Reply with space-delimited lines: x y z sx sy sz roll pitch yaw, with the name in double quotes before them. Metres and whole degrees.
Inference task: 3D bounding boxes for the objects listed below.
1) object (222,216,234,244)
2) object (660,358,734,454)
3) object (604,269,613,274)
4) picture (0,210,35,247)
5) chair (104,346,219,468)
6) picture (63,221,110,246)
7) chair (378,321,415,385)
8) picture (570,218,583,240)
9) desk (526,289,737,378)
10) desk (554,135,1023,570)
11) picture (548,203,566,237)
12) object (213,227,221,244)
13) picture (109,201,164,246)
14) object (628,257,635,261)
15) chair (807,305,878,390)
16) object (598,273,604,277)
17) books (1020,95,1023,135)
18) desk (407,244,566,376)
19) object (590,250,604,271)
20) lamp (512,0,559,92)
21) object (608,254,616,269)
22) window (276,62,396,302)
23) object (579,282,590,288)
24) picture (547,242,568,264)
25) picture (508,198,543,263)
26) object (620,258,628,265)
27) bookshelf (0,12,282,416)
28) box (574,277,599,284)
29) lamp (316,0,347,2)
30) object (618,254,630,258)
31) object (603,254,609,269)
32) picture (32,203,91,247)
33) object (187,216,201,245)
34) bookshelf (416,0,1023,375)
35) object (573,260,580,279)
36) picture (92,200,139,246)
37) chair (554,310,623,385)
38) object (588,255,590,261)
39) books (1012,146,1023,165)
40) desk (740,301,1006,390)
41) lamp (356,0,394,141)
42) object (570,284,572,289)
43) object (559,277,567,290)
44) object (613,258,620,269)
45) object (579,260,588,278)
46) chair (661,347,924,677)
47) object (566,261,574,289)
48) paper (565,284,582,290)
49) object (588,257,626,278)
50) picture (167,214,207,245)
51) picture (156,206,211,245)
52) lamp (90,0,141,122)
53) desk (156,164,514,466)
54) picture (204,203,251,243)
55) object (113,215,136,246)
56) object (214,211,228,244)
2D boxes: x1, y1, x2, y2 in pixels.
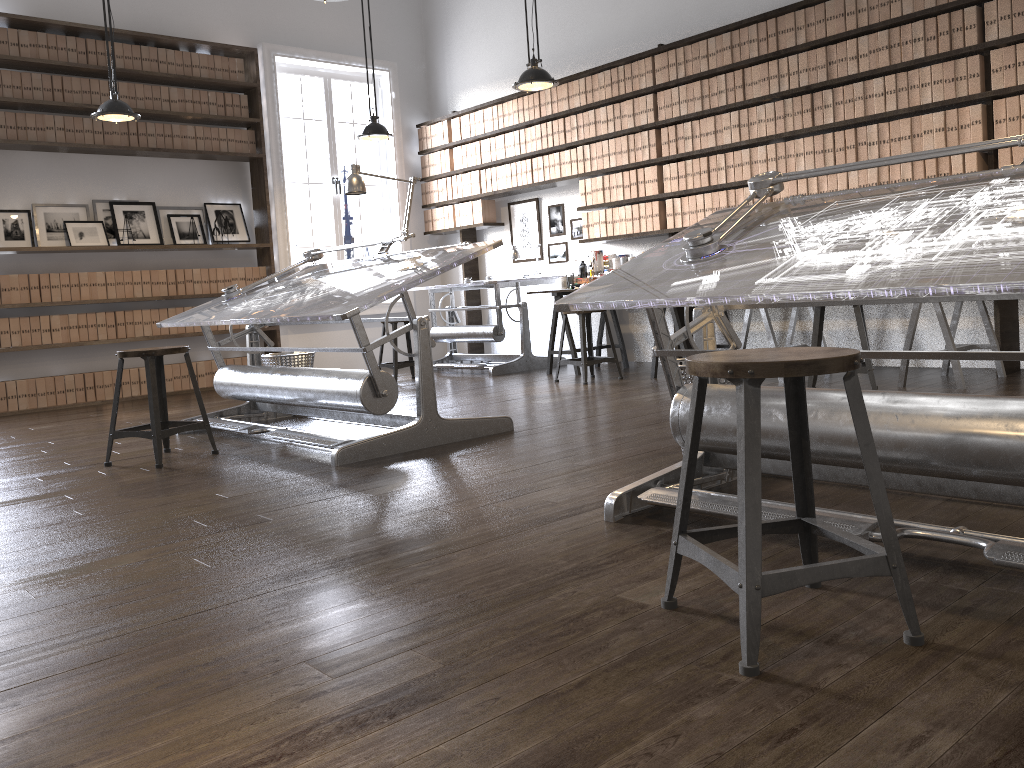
"object" -2.520 -1.356 7.844 0.111 0.261 0.040 -7 4 -41
"object" 0.726 0.102 3.200 0.353 0.377 0.354 -5 5 -19
"object" 0.785 -0.839 7.005 0.105 0.141 0.104 0 5 41
"picture" -3.863 -1.194 6.866 0.267 0.314 0.058 -7 5 -41
"chair" -1.637 0.098 4.101 0.358 0.526 0.373 -2 4 27
"picture" -3.422 -1.205 7.129 0.301 0.228 0.144 -8 6 -41
"chair" -0.895 -0.273 7.230 0.359 0.526 0.372 -6 5 -33
"picture" 0.610 -1.369 7.788 0.023 0.183 0.251 -6 5 -41
"desk" 0.933 -0.413 6.702 0.658 0.667 1.669 -8 7 -41
"desk" 1.192 -0.329 2.174 1.080 1.382 2.069 -7 6 -41
"picture" 0.407 -1.480 8.008 0.022 0.284 0.201 -6 5 -42
"object" -2.572 -1.291 7.713 0.066 0.165 0.040 -7 4 -41
"picture" -3.141 -1.336 7.413 0.374 0.390 0.149 -8 5 -41
"object" 0.970 -0.979 7.165 0.062 0.094 0.062 -1 5 34
"chair" 1.786 -0.202 4.816 0.371 0.526 0.360 -2 4 22
"object" 0.713 -0.823 7.030 0.049 0.111 0.049 -7 5 -45
"books" 2.887 -1.487 4.910 0.175 0.225 0.067 -7 5 -41
"desk" -0.183 -0.681 7.898 1.074 1.095 1.269 -8 6 -41
"object" 0.711 -1.026 7.397 0.108 0.176 0.106 -7 5 -39
"lamp" 0.082 -3.090 5.808 0.310 2.246 0.314 -2 3 28
"object" 0.836 -1.014 7.369 0.070 0.130 0.070 -4 4 -3
"window" -1.720 -1.895 8.595 1.248 2.303 0.153 -7 4 -41
"object" 0.591 -0.774 6.947 0.132 0.050 0.197 -5 6 -12
"picture" 0.419 -1.188 8.029 0.023 0.183 0.251 -6 5 -41
"picture" 0.127 -1.436 8.317 0.040 0.573 0.415 -6 5 -41
"object" 0.912 -0.978 7.198 0.062 0.093 0.063 -1 5 34
"bookshelf" -3.218 -1.019 7.368 2.481 3.713 0.412 -7 4 -41
"box" 0.624 -0.822 7.172 0.138 0.083 0.212 -8 7 -41
"lamp" -0.855 -2.818 3.768 0.313 2.246 0.311 -5 3 -21
"object" 0.929 -1.005 7.323 0.094 0.128 0.095 -5 4 -11
"object" 0.787 -1.016 7.420 0.051 0.139 0.050 -7 4 -43
"picture" -3.587 -1.260 7.085 0.417 0.364 0.083 -8 5 -41
"object" -2.737 -1.316 7.605 0.124 0.259 0.040 -7 4 -41
"bookshelf" 2.290 -0.963 5.792 0.374 3.197 9.180 -6 6 -41
"object" 0.528 -0.902 7.283 0.068 0.237 0.069 -7 4 -44
"picture" -3.269 -1.331 7.370 0.370 0.405 0.091 -8 5 -41
"chair" 0.535 -0.276 6.344 0.359 0.526 0.372 -6 5 -33
"object" 0.643 -0.958 7.157 0.008 0.186 0.071 -6 4 -40
"books" 2.873 -1.215 4.960 0.175 0.225 0.067 -7 5 -41
"desk" 2.098 -0.354 5.377 0.658 0.667 1.669 -8 7 -41
"lamp" -1.207 -3.154 7.268 0.310 2.246 0.314 -2 3 28
"object" 0.494 -0.789 7.184 0.049 0.037 0.049 -8 7 -44
"object" 0.423 -0.829 7.283 0.068 0.104 0.068 -7 5 -37
"object" 0.856 -0.979 7.240 0.062 0.094 0.062 -1 5 34
"object" 0.591 -0.908 7.339 0.068 0.229 0.069 -7 4 -44
"chair" 0.503 0.206 1.678 0.358 0.526 0.372 -5 4 -13
"object" 0.474 -0.890 7.236 0.068 0.229 0.069 -7 4 -44
"paper" 0.521 -0.778 7.060 0.155 0.038 0.138 0 7 34
"object" 0.779 -0.947 7.197 0.345 0.146 0.077 -6 4 -19
"picture" -2.824 -1.336 7.702 0.290 0.290 0.127 -8 5 -41
"picture" -2.863 -1.370 7.724 0.435 0.360 0.095 -8 5 -41
"lamp" -2.746 -2.914 5.919 0.310 2.246 0.314 -2 3 28
"desk" -1.021 -0.441 4.692 1.080 1.382 2.281 -7 6 -41
"picture" -2.558 -1.449 7.954 0.344 0.363 0.161 -8 5 -41
"object" -3.161 -1.249 7.215 0.175 0.259 0.040 -7 4 -41
"object" -2.555 -1.368 7.776 0.118 0.303 0.040 -7 4 -41
